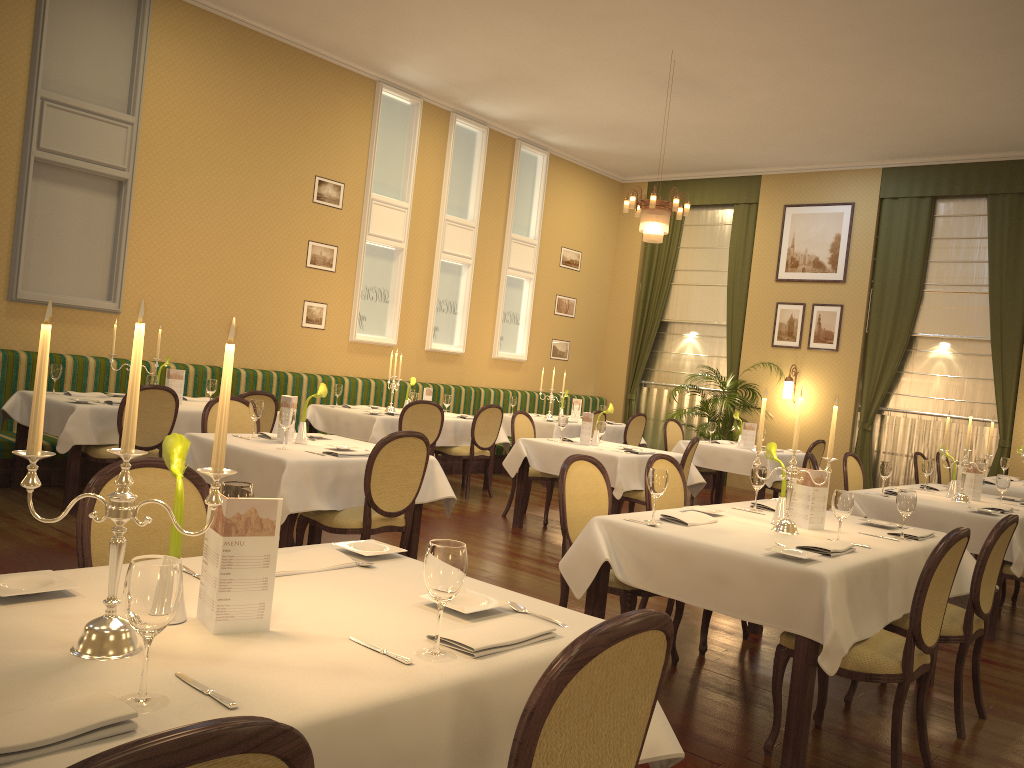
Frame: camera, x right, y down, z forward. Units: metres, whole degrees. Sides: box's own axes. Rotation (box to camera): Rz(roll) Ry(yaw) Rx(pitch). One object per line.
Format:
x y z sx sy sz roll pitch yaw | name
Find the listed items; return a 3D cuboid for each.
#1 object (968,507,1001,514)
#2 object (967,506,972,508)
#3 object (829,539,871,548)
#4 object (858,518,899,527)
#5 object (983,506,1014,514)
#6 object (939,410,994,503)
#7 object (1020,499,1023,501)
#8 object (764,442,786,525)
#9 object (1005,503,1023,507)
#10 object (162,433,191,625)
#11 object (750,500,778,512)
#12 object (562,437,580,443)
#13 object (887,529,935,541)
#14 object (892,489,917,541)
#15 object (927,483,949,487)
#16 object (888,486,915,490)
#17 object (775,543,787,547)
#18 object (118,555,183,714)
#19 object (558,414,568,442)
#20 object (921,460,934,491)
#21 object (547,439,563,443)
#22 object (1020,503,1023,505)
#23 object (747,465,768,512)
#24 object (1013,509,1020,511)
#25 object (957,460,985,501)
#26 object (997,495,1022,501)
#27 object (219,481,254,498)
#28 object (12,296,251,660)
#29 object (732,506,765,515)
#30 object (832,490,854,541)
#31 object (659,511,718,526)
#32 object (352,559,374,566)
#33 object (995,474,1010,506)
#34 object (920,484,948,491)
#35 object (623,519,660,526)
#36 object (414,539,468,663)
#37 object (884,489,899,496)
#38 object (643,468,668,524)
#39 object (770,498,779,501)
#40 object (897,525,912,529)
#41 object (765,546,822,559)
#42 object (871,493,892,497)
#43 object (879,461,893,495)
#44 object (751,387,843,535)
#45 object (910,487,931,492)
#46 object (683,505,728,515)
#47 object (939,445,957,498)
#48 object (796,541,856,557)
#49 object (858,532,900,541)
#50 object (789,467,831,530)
2.977 0.805 5.585 0.160 0.024 0.160 7 2 40 | object
3.040 0.813 5.735 0.181 0.015 0.038 7 2 42 | object
1.434 0.677 3.780 0.185 0.010 0.017 7 2 40 | object
1.834 0.702 4.439 0.160 0.024 0.160 7 2 40 | object
3.187 0.821 5.825 0.142 0.033 0.273 7 2 40 | object
3.174 0.500 6.195 0.390 0.655 0.131 6 1 -15 | object
3.938 0.893 6.716 0.181 0.015 0.038 7 2 42 | object
1.242 0.465 4.153 0.076 0.375 0.163 6 1 -28 | object
3.612 0.866 6.350 0.185 0.010 0.017 7 2 40 | object
-0.707 0.295 1.853 0.076 0.375 0.163 6 1 -28 | object
1.380 0.644 4.673 0.142 0.033 0.273 7 2 40 | object
0.561 0.491 7.758 0.142 0.033 0.273 7 2 40 | object
1.908 0.715 4.237 0.142 0.024 0.273 7 2 40 | object
1.807 0.602 4.081 0.088 0.229 0.088 6 1 -2 | object
3.461 0.827 7.176 0.160 0.024 0.160 7 2 40 | object
2.842 0.772 6.474 0.160 0.024 0.160 7 2 40 | object
1.110 0.645 3.457 0.181 0.015 0.038 7 2 42 | object
-0.575 0.392 1.404 0.088 0.229 0.088 6 1 -2 | object
0.431 0.379 7.607 0.088 0.229 0.088 6 1 -8 | object
3.180 0.699 6.800 0.088 0.229 0.088 6 1 -2 | object
0.371 0.483 7.540 0.185 0.010 0.017 7 2 42 | object
3.838 0.883 6.515 0.142 0.024 0.273 7 2 40 | object
1.250 0.531 4.522 0.088 0.229 0.088 6 1 -2 | object
3.364 0.845 6.058 0.185 0.010 0.017 7 2 40 | object
3.306 0.699 6.376 0.166 0.277 0.081 7 1 12 | object
3.764 0.869 6.717 0.160 0.024 0.160 7 2 40 | object
-0.699 0.362 2.221 0.088 0.229 0.088 6 1 -2 | object
-0.705 0.163 1.616 0.390 0.655 0.131 6 1 -15 | object
1.190 0.636 4.455 0.185 0.010 0.017 7 2 42 | object
1.374 0.562 3.704 0.088 0.229 0.088 6 1 -8 | object
0.782 0.593 3.910 0.142 0.033 0.273 7 2 40 | object
-0.450 0.492 2.490 0.181 0.015 0.038 7 2 42 | object
3.304 0.729 5.982 0.088 0.229 0.088 6 1 -8 | object
3.310 0.812 6.951 0.142 0.033 0.273 7 2 40 | object
0.541 0.577 3.716 0.181 0.015 0.038 7 2 42 | object
-0.141 0.433 1.781 0.088 0.229 0.088 6 1 -2 | object
2.712 0.761 6.188 0.142 0.033 0.273 7 2 40 | object
0.614 0.476 3.777 0.088 0.229 0.088 6 1 -2 | object
1.531 0.659 4.897 0.160 0.024 0.160 7 2 40 | object
2.008 0.725 4.438 0.181 0.015 0.038 7 2 42 | object
1.047 0.637 3.306 0.160 0.024 0.160 7 2 40 | object
2.471 0.745 5.994 0.181 0.015 0.038 7 2 42 | object
2.544 0.644 6.056 0.088 0.229 0.088 6 1 -2 | object
1.244 0.333 3.916 0.390 0.655 0.131 6 1 -15 | object
3.120 0.804 6.733 0.185 0.010 0.017 7 2 42 | object
0.912 0.604 4.195 0.160 0.024 0.160 7 2 40 | object
3.172 0.632 6.431 0.076 0.375 0.163 6 1 -28 | object
1.257 0.653 3.547 0.142 0.033 0.273 7 2 40 | object
1.682 0.698 4.072 0.185 0.010 0.017 7 2 40 | object
1.376 0.532 4.098 0.166 0.277 0.081 7 1 12 | object
